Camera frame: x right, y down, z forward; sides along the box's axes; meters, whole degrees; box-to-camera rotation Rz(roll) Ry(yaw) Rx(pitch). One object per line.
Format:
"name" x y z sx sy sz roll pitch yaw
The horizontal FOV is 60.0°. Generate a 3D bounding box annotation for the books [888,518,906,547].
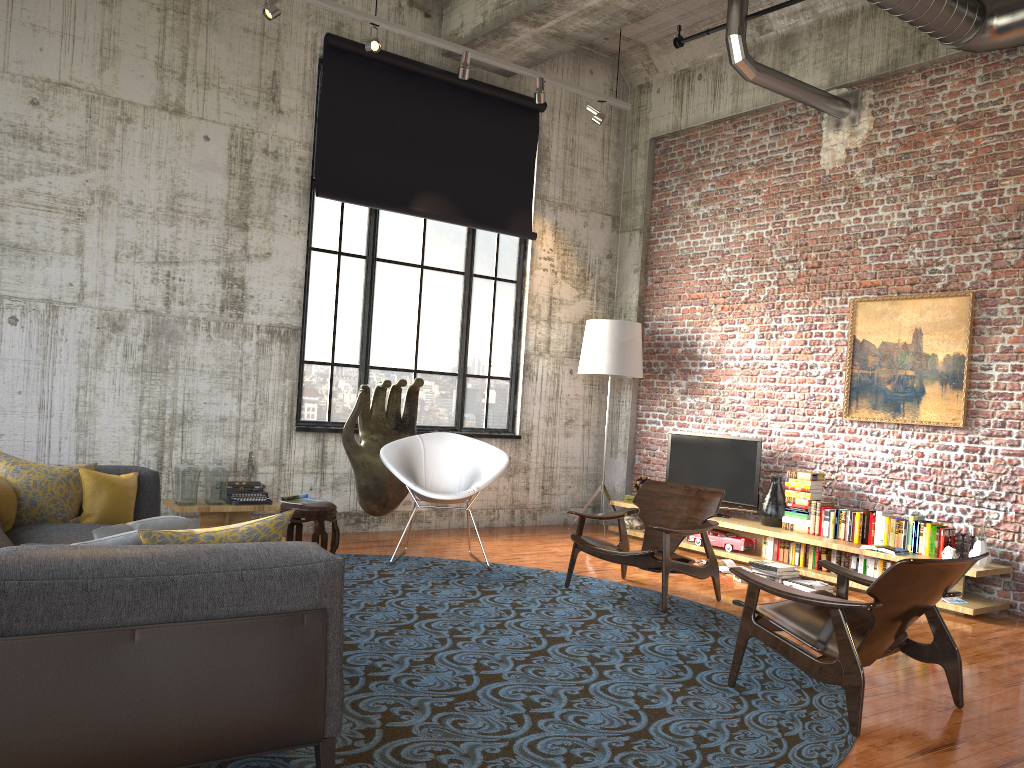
"books" 3.119 1.212 7.172 0.171 0.246 0.057 4 1 -37

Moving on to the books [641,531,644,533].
"books" 1.442 1.524 9.089 0.211 0.020 0.162 3 -1 21

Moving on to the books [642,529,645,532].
"books" 1.443 1.504 9.080 0.166 0.021 0.211 3 -1 29

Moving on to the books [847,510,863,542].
"books" 2.887 1.191 7.438 0.180 0.259 0.034 4 1 -36

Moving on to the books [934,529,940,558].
"books" 3.335 1.233 6.871 0.161 0.223 0.026 4 1 -37

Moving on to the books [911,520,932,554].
"books" 3.239 1.211 7.013 0.180 0.259 0.060 4 1 -37

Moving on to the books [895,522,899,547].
"books" 3.141 1.225 7.137 0.161 0.223 0.027 4 1 -37

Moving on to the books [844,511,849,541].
"books" 2.865 1.194 7.464 0.160 0.251 0.032 4 1 -36

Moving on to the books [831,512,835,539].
"books" 2.781 1.204 7.555 0.161 0.223 0.026 4 1 -36

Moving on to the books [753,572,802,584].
"books" 2.219 1.612 7.408 0.237 0.040 0.320 4 -1 -34

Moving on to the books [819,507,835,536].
"books" 2.721 1.188 7.663 0.160 0.251 0.026 4 1 -36

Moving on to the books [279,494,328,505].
"books" -1.581 0.875 6.729 0.228 0.043 0.300 3 -1 28

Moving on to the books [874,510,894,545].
"books" 3.050 1.187 7.271 0.176 0.291 0.053 4 1 -37

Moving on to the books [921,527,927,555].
"books" 3.276 1.230 6.956 0.161 0.223 0.027 4 1 -37

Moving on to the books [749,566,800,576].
"books" 2.188 1.547 7.381 0.262 0.028 0.320 4 -1 -26

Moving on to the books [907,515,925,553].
"books" 3.213 1.194 7.052 0.176 0.291 0.036 4 1 -37

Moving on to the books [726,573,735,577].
"books" 1.905 1.606 7.435 0.189 0.012 0.133 5 -1 -38

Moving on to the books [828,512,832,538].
"books" 2.773 1.204 7.581 0.161 0.223 0.027 4 1 -36

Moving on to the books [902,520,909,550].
"books" 3.183 1.211 7.075 0.183 0.253 0.034 4 1 -37

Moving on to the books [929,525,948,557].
"books" 3.323 1.224 6.905 0.175 0.240 0.045 4 1 -37

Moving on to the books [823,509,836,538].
"books" 2.749 1.194 7.608 0.175 0.240 0.045 4 1 -36

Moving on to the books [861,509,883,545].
"books" 2.992 1.188 7.365 0.198 0.284 0.065 4 1 -37

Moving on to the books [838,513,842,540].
"books" 2.827 1.206 7.513 0.161 0.223 0.027 4 1 -36

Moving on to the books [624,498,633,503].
"books" 1.378 1.237 9.341 0.243 0.037 0.301 5 -1 -44

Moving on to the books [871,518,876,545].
"books" 3.018 1.219 7.298 0.161 0.223 0.026 4 1 -37

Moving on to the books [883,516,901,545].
"books" 3.090 1.207 7.207 0.183 0.253 0.034 4 1 -37

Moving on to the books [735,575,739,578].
"books" 1.914 1.567 7.225 0.189 0.022 0.133 4 -1 15

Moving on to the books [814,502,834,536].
"books" 2.710 1.171 7.694 0.198 0.284 0.040 4 1 -36

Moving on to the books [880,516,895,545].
"books" 3.074 1.207 7.236 0.183 0.253 0.034 4 1 -37

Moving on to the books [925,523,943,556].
"books" 3.301 1.217 6.937 0.183 0.253 0.034 4 1 -37

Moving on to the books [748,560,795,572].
"books" 2.163 1.515 7.375 0.236 0.035 0.296 4 -1 -34

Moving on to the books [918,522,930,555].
"books" 3.260 1.216 6.976 0.160 0.250 0.026 4 1 -37

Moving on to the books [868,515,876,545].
"books" 3.006 1.205 7.320 0.160 0.250 0.026 4 1 -37

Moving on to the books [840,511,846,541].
"books" 2.844 1.195 7.488 0.171 0.246 0.032 4 1 -36

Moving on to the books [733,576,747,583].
"books" 1.915 1.593 7.223 0.182 0.030 0.128 4 -1 -14

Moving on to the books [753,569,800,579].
"books" 2.208 1.577 7.411 0.237 0.028 0.299 5 -1 -38

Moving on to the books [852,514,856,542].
"books" 2.916 1.207 7.416 0.168 0.231 0.037 4 1 -36

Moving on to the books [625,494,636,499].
"books" 1.381 1.200 9.340 0.301 0.037 0.243 3 -1 34

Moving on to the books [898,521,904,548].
"books" 3.169 1.218 7.113 0.175 0.240 0.045 4 1 -37

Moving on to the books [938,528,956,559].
"books" 3.362 1.230 6.852 0.168 0.231 0.037 4 1 -37

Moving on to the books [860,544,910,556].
"books" 2.939 1.301 6.984 0.214 0.040 0.316 4 -1 -36

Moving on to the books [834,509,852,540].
"books" 2.811 1.191 7.539 0.183 0.254 0.034 4 1 -36

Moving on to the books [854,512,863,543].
"books" 2.923 1.195 7.378 0.183 0.254 0.034 4 1 -36

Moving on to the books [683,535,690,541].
"books" 1.709 1.438 8.788 0.174 0.218 0.232 4 0 -36

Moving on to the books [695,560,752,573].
"books" 1.836 1.574 7.719 0.300 0.049 0.422 4 -1 -21
